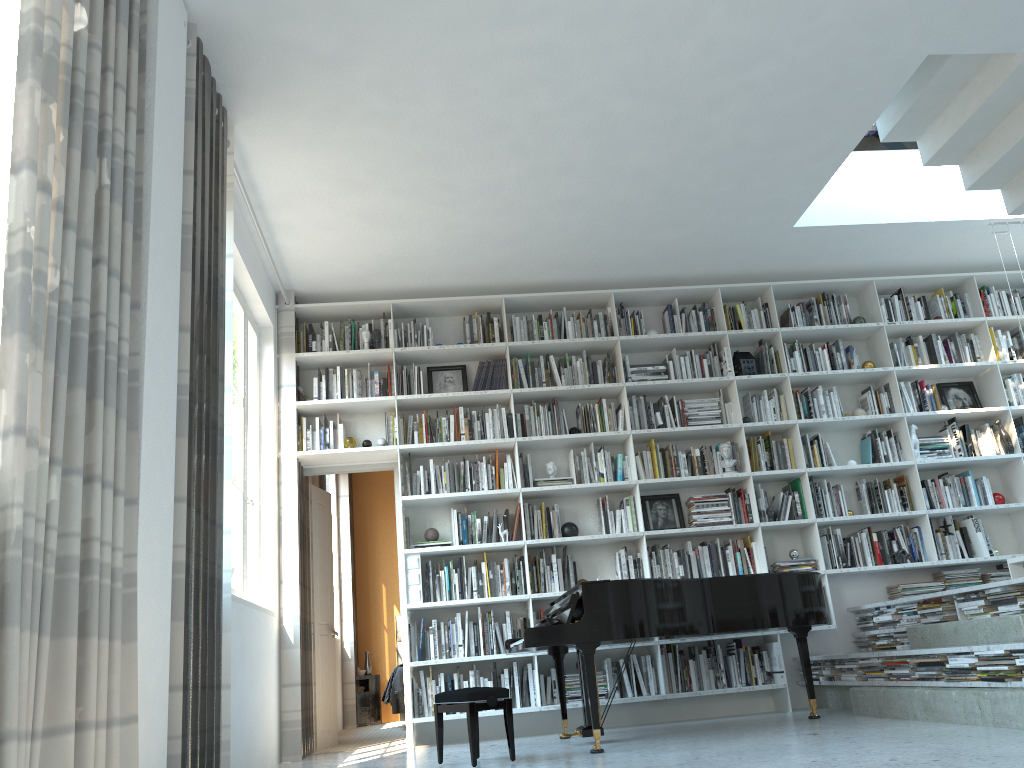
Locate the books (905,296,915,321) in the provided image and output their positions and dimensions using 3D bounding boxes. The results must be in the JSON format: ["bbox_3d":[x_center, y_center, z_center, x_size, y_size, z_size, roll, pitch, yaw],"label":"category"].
[{"bbox_3d":[3.174,-0.556,7.131,0.014,0.261,0.169,-3,-18,-6],"label":"books"}]

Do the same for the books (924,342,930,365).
[{"bbox_3d":[3.255,-0.197,7.034,0.025,0.237,0.143,-3,-18,-6],"label":"books"}]

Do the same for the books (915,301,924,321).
[{"bbox_3d":[3.238,-0.533,7.125,0.024,0.201,0.190,-3,-18,-6],"label":"books"}]

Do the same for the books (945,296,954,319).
[{"bbox_3d":[3.501,-0.568,7.165,0.031,0.248,0.165,-3,-18,-6],"label":"books"}]

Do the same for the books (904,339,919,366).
[{"bbox_3d":[3.140,-0.204,7.015,0.026,0.260,0.168,-3,-18,-6],"label":"books"}]

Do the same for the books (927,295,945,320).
[{"bbox_3d":[3.416,-0.569,7.151,0.019,0.255,0.170,-3,-18,-6],"label":"books"}]

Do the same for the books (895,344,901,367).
[{"bbox_3d":[3.019,-0.183,7.008,0.013,0.236,0.142,-3,-18,-6],"label":"books"}]

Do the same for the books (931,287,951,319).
[{"bbox_3d":[3.474,-0.600,7.174,0.007,0.319,0.166,-3,-18,-6],"label":"books"}]

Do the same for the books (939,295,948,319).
[{"bbox_3d":[3.449,-0.566,7.161,0.016,0.251,0.189,-3,-18,-6],"label":"books"}]

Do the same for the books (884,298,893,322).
[{"bbox_3d":[2.982,-0.536,7.105,0.026,0.241,0.185,-3,-18,-6],"label":"books"}]

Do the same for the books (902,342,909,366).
[{"bbox_3d":[3.088,-0.191,7.025,0.026,0.250,0.131,-3,-18,-6],"label":"books"}]

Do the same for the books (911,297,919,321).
[{"bbox_3d":[3.213,-0.552,7.143,0.021,0.253,0.152,-3,-18,-6],"label":"books"}]

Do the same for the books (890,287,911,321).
[{"bbox_3d":[3.127,-0.588,7.134,0.014,0.331,0.181,-3,-18,-6],"label":"books"}]

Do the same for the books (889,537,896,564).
[{"bbox_3d":[2.765,1.243,6.530,0.022,0.210,0.136,-3,-18,-6],"label":"books"}]

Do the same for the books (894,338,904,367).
[{"bbox_3d":[3.049,-0.206,7.018,0.051,0.281,0.167,-3,-18,-6],"label":"books"}]

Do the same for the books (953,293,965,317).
[{"bbox_3d":[3.609,-0.583,7.197,0.025,0.278,0.136,-3,-18,-6],"label":"books"}]

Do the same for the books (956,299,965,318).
[{"bbox_3d":[3.586,-0.554,7.167,0.029,0.209,0.170,-3,-18,-6],"label":"books"}]

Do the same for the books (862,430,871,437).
[{"bbox_3d":[2.743,0.512,6.776,0.016,0.289,0.135,-3,-18,-6],"label":"books"}]

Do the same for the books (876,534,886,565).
[{"bbox_3d":[2.691,1.235,6.535,0.021,0.242,0.131,-3,-18,-6],"label":"books"}]

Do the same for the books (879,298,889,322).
[{"bbox_3d":[2.956,-0.538,7.109,0.025,0.249,0.178,-3,-18,-6],"label":"books"}]

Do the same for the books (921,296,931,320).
[{"bbox_3d":[3.303,-0.559,7.150,0.030,0.256,0.165,-3,-18,-6],"label":"books"}]

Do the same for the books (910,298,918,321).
[{"bbox_3d":[3.192,-0.545,7.130,0.022,0.235,0.172,-3,-18,-6],"label":"books"}]

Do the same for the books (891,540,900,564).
[{"bbox_3d":[2.790,1.254,6.522,0.025,0.180,0.169,-3,-18,-6],"label":"books"}]

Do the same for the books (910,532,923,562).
[{"bbox_3d":[2.951,1.219,6.536,0.025,0.227,0.176,-3,-18,-6],"label":"books"}]

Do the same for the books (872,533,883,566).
[{"bbox_3d":[2.642,1.230,6.510,0.031,0.243,0.185,-3,-18,-6],"label":"books"}]

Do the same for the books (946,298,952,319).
[{"bbox_3d":[3.485,-0.558,7.153,0.007,0.225,0.170,-3,-18,-6],"label":"books"}]

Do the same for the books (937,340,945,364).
[{"bbox_3d":[3.351,-0.205,7.019,0.030,0.229,0.187,-3,-18,-6],"label":"books"}]

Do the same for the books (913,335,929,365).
[{"bbox_3d":[3.229,-0.222,7.029,0.026,0.287,0.157,-3,-18,-6],"label":"books"}]

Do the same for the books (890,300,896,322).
[{"bbox_3d":[3.031,-0.535,7.136,0.027,0.248,0.140,-3,-18,-6],"label":"books"}]

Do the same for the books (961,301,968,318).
[{"bbox_3d":[3.639,-0.551,7.195,0.031,0.210,0.132,-3,-18,-6],"label":"books"}]

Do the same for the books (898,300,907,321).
[{"bbox_3d":[3.109,-0.535,7.126,0.030,0.230,0.148,-3,-18,-6],"label":"books"}]

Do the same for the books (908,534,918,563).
[{"bbox_3d":[2.920,1.226,6.536,0.013,0.219,0.169,-3,-18,-6],"label":"books"}]

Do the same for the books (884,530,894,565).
[{"bbox_3d":[2.739,1.219,6.534,0.026,0.262,0.170,-3,-18,-6],"label":"books"}]

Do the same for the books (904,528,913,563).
[{"bbox_3d":[2.900,1.210,6.553,0.021,0.264,0.150,-3,-18,-6],"label":"books"}]

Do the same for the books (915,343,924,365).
[{"bbox_3d":[3.205,-0.189,7.039,0.024,0.235,0.147,-3,-18,-6],"label":"books"}]

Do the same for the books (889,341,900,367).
[{"bbox_3d":[3.005,-0.189,7.011,0.012,0.253,0.161,-3,-18,-6],"label":"books"}]

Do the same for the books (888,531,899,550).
[{"bbox_3d":[2.805,1.221,6.536,0.012,0.248,0.165,-3,-18,-6],"label":"books"}]

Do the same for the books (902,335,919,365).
[{"bbox_3d":[3.156,-0.219,7.030,0.011,0.295,0.163,-3,-18,-6],"label":"books"}]

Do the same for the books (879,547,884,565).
[{"bbox_3d":[2.669,1.236,6.525,0.025,0.237,0.157,-3,-18,-6],"label":"books"}]

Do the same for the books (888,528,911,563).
[{"bbox_3d":[2.843,1.209,6.537,0.070,0.265,0.186,-3,-18,-6],"label":"books"}]

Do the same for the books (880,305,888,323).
[{"bbox_3d":[2.936,-0.508,7.085,0.022,0.181,0.190,-3,-18,-6],"label":"books"}]

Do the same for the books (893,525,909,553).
[{"bbox_3d":[2.882,1.197,6.555,0.013,0.293,0.135,-3,-18,-6],"label":"books"}]

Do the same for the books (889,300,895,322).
[{"bbox_3d":[3.007,-0.530,7.114,0.024,0.230,0.169,-3,-18,-6],"label":"books"}]

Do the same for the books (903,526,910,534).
[{"bbox_3d":[2.928,1.204,6.571,0.012,0.281,0.144,-3,-18,-6],"label":"books"}]

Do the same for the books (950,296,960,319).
[{"bbox_3d":[3.544,-0.566,7.161,0.018,0.234,0.187,-3,-18,-6],"label":"books"}]

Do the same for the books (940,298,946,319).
[{"bbox_3d":[3.431,-0.552,7.149,0.008,0.220,0.183,-3,-18,-6],"label":"books"}]

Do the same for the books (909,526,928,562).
[{"bbox_3d":[2.999,1.197,6.554,0.025,0.271,0.172,-3,-18,-6],"label":"books"}]

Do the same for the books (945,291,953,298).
[{"bbox_3d":[3.558,-0.591,7.191,0.020,0.298,0.131,-3,-18,-6],"label":"books"}]

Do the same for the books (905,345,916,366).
[{"bbox_3d":[3.117,-0.179,7.000,0.025,0.207,0.176,-3,-18,-6],"label":"books"}]

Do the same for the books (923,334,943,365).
[{"bbox_3d":[3.287,-0.227,6.991,0.032,0.264,0.246,-3,-18,-6],"label":"books"}]

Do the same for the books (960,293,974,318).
[{"bbox_3d":[3.667,-0.584,7.185,0.026,0.262,0.163,-3,-18,-6],"label":"books"}]

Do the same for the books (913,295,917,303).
[{"bbox_3d":[3.250,-0.562,7.163,0.012,0.278,0.153,-3,-18,-6],"label":"books"}]

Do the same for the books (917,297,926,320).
[{"bbox_3d":[3.281,-0.553,7.159,0.012,0.253,0.161,-3,-18,-6],"label":"books"}]

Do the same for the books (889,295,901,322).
[{"bbox_3d":[3.068,-0.556,7.128,0.048,0.277,0.150,-3,-18,-6],"label":"books"}]

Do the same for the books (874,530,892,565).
[{"bbox_3d":[2.714,1.219,6.524,0.026,0.261,0.174,-3,-18,-6],"label":"books"}]

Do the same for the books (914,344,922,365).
[{"bbox_3d":[3.180,-0.186,7.021,0.030,0.223,0.158,-3,-18,-6],"label":"books"}]

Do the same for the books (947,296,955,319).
[{"bbox_3d":[3.524,-0.568,7.183,0.017,0.256,0.147,-3,-18,-6],"label":"books"}]

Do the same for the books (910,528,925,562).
[{"bbox_3d":[2.974,1.205,6.549,0.026,0.257,0.157,-3,-18,-6],"label":"books"}]
